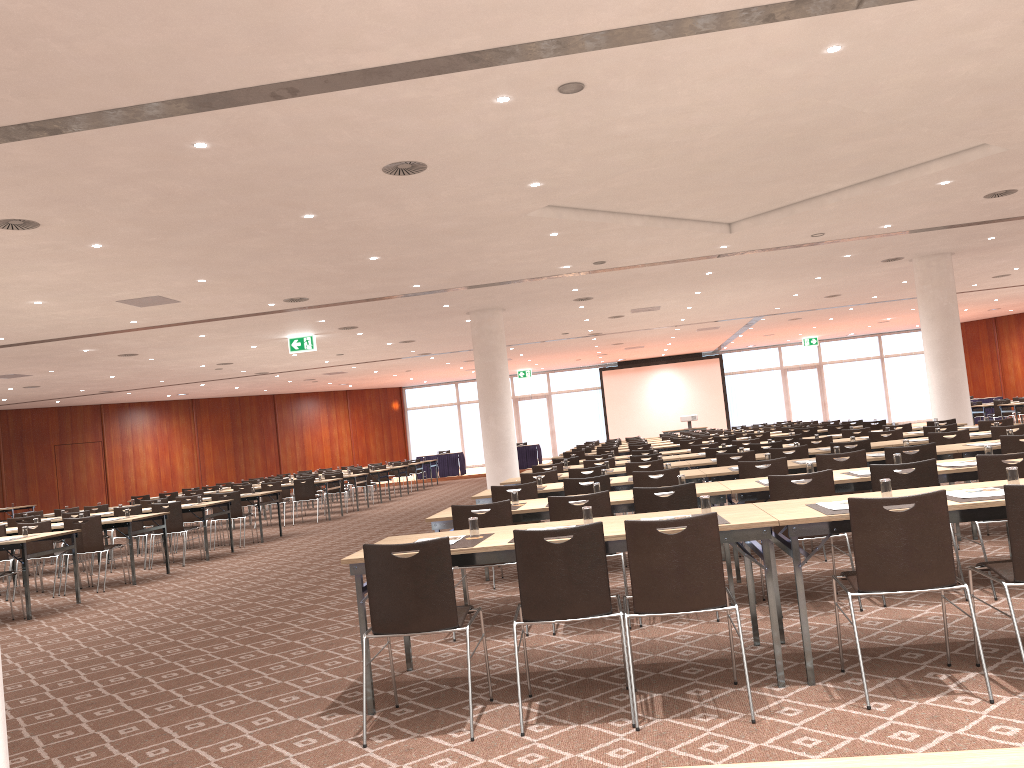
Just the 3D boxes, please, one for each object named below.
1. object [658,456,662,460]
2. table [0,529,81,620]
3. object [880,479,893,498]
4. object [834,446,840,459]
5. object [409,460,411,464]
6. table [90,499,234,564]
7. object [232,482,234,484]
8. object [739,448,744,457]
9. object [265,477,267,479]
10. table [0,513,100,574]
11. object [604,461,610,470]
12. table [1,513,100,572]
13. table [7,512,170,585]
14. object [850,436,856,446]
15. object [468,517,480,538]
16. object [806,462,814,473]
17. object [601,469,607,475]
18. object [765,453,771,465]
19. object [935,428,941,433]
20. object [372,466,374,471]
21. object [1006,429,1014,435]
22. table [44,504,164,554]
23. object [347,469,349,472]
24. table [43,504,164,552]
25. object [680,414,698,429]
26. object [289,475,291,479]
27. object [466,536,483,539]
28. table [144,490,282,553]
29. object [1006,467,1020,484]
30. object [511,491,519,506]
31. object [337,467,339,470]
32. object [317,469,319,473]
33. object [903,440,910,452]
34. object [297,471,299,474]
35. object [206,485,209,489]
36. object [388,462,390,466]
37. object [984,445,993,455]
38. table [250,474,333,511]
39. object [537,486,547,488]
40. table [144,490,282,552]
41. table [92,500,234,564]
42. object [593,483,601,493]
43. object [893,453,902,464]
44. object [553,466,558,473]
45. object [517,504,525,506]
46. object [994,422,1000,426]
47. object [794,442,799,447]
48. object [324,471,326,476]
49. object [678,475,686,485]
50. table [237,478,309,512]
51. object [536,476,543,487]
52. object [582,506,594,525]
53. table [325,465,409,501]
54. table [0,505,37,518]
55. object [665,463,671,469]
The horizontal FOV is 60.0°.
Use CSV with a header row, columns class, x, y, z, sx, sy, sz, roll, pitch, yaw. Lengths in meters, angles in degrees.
class,x,y,z,sx,sy,sz,roll,pitch,yaw
object,1.814,0.935,10.839,0.054,0.114,0.054,-5,-3,-27
table,-6.082,2.186,9.835,2.267,0.832,0.953,-6,-3,7
object,2.011,0.568,4.765,0.054,0.114,0.054,-5,-3,-27
object,3.174,0.668,8.655,0.054,0.114,0.054,-8,-4,41
object,-3.117,2.378,27.064,0.054,0.114,0.054,-6,-3,-4
table,-5.575,2.359,13.801,2.267,0.832,0.953,-6,-3,7
object,-6.755,2.441,21.478,0.054,0.114,0.054,-8,-4,41
object,2.778,0.827,10.726,0.054,0.114,0.054,-6,-3,-4
object,-6.498,2.527,23.459,0.054,0.114,0.054,-5,-3,-27
table,-7.814,2.610,14.079,2.267,0.832,0.953,-6,-3,7
object,1.171,1.007,10.928,0.054,0.114,0.054,-6,-3,-4
table,-7.814,2.610,14.079,2.267,0.832,0.953,-6,-3,7
table,-5.828,2.272,11.818,2.267,0.832,0.953,-6,-3,7
object,4.061,0.683,10.556,0.054,0.114,0.054,-8,-4,41
object,-0.216,0.817,5.043,0.054,0.114,0.054,-5,-3,-27
object,2.269,0.654,6.748,0.054,0.114,0.054,-6,-3,-4
object,0.931,0.919,8.939,0.054,0.114,0.054,-5,-3,-27
object,2.523,0.740,8.730,0.054,0.114,0.054,-8,-4,41
object,5.022,0.576,10.450,0.054,0.114,0.054,-5,-3,-27
object,-3.615,2.204,23.095,0.054,0.114,0.054,-6,-3,-4
object,4.759,0.491,8.467,0.054,0.114,0.054,-7,-3,18
table,-7.560,2.696,16.062,2.267,0.832,0.953,-6,-3,7
object,-4.274,2.277,23.171,0.054,0.114,0.054,-6,-3,-4
table,-7.560,2.696,16.062,2.267,0.832,0.953,-6,-3,7
object,6.223,1.331,31.127,0.576,0.472,0.614,-6,-3,7
object,-5.855,2.454,23.374,0.054,0.114,0.054,-5,-3,-27
object,-0.213,0.874,5.039,0.102,0.001,0.102,-4,-4,-27
table,-5.321,2.445,15.784,2.267,0.832,0.953,-6,-3,7
object,2.650,0.497,4.689,0.054,0.114,0.054,-5,-3,-27
object,0.023,0.905,7.028,0.054,0.114,0.054,-6,-3,-4
object,-5.358,2.629,27.348,0.054,0.114,0.054,-5,-3,-27
object,-6.002,2.701,27.420,0.054,0.114,0.054,-5,-3,-27
object,3.813,0.596,8.571,0.054,0.114,0.054,-8,-4,41
object,-6.639,2.772,27.504,0.054,0.114,0.054,-5,-3,-27
object,-7.406,2.513,21.555,0.054,0.114,0.054,-8,-4,41
object,-3.757,2.449,27.142,0.054,0.114,0.054,-6,-3,-4
object,3.551,0.511,6.604,0.054,0.114,0.054,-6,-3,-4
table,-6.357,3.107,25.480,2.267,0.832,0.953,-6,-3,7
object,0.300,1.047,9.011,0.102,0.001,0.102,-4,-4,-27
table,-5.321,2.445,15.784,2.267,0.832,0.953,-6,-3,7
table,-5.575,2.359,13.801,2.267,0.832,0.953,-6,-3,7
object,0.669,0.834,6.963,0.054,0.114,0.054,-7,-3,18
object,2.910,0.583,6.687,0.054,0.114,0.054,-6,-3,-4
object,0.536,1.079,11.007,0.054,0.114,0.054,-6,-3,-4
object,0.048,0.960,7.026,0.102,0.001,0.102,-6,-3,-4
object,5.665,0.504,10.356,0.054,0.114,0.054,-5,-3,-27
object,3.414,0.756,10.640,0.054,0.114,0.054,-6,-3,-4
object,-4.912,2.349,23.257,0.054,0.114,0.054,-6,-3,-4
object,1.318,0.761,6.869,0.054,0.114,0.054,-8,-4,41
table,-6.610,3.021,23.497,2.267,0.832,0.953,-6,-3,7
object,0.280,0.993,9.027,0.054,0.114,0.054,-8,-4,41
object,0.427,0.746,4.979,0.054,0.114,0.054,-8,-4,41
table,-4.117,2.857,25.202,2.267,0.832,0.953,-6,-3,7
table,-14.447,3.898,24.470,2.267,0.832,0.953,-6,-3,7
object,1.565,0.848,8.857,0.054,0.114,0.054,-5,-3,-27
